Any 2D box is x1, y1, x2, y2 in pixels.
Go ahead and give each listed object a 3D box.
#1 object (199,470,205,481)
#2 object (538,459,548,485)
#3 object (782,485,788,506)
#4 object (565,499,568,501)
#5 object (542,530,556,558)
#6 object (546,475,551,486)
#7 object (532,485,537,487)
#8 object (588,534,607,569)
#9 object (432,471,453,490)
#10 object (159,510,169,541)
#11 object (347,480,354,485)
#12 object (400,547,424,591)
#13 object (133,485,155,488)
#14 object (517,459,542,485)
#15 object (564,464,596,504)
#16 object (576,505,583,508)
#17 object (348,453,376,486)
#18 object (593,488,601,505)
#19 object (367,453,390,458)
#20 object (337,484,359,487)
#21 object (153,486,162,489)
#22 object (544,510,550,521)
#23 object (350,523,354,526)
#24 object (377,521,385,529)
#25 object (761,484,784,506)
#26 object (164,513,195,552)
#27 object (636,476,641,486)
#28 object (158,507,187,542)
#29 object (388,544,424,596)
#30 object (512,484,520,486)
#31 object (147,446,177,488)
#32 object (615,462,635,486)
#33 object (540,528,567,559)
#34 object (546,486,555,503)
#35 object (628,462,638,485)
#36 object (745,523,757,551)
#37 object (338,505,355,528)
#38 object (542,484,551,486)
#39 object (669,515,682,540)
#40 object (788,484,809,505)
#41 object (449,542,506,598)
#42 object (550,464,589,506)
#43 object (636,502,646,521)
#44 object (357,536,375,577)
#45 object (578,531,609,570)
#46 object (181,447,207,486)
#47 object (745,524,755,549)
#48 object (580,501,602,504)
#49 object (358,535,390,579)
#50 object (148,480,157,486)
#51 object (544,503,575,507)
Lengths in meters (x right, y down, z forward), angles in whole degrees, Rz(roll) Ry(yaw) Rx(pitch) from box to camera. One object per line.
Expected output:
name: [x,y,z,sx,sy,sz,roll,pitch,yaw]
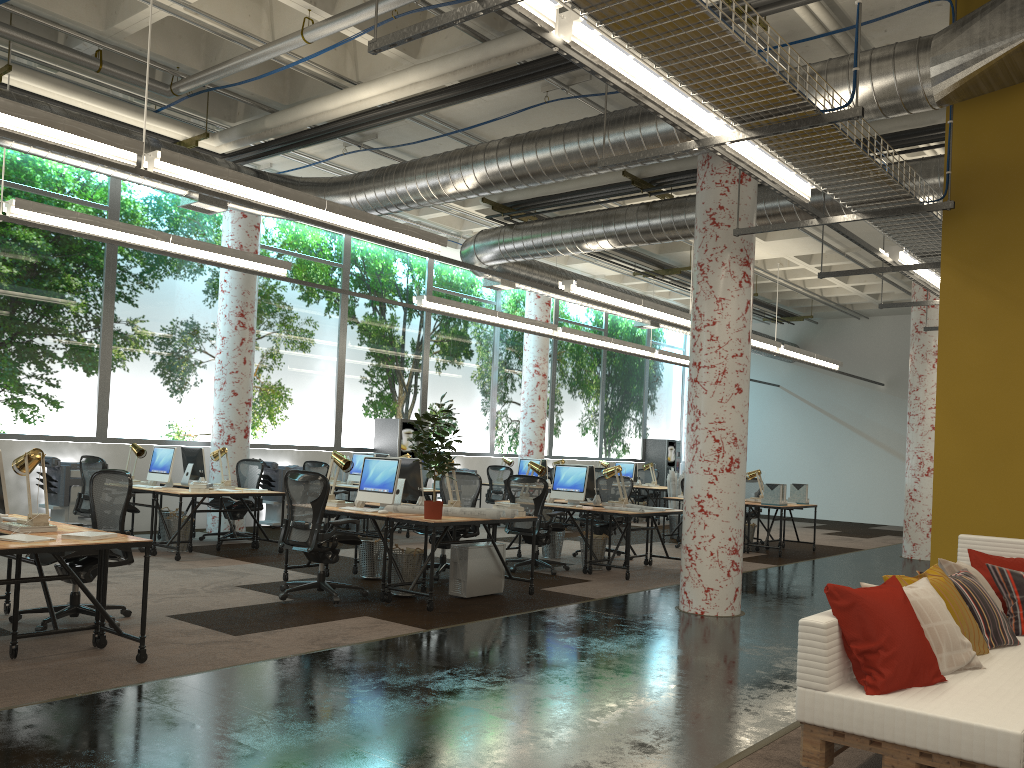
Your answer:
object: [-3.794,1.162,10.837,0.101,0.209,0.101,3,-2,-6]
object: [0.451,1.652,16.625,0.483,0.484,0.190,0,-3,39]
object: [3.898,1.632,13.042,0.280,0.302,0.150,0,-3,39]
object: [0.732,1.512,11.566,0.059,0.029,0.106,0,-5,40]
object: [0.465,2.018,11.303,0.235,0.403,0.120,1,-2,40]
object: [0.670,1.781,16.363,0.101,0.209,0.101,3,-2,-6]
object: [0.403,1.805,15.676,0.059,0.029,0.106,0,-5,40]
object: [1.003,1.982,10.494,0.235,0.403,0.120,1,-2,40]
object: [-1.019,1.405,13.007,0.280,0.302,0.150,0,-3,39]
object: [-4.381,1.789,11.200,0.235,0.403,0.120,1,-2,40]
object: [-2.411,1.403,13.209,0.101,0.209,0.101,3,-2,-6]
object: [-0.910,1.687,8.018,0.235,0.403,0.120,1,-2,40]
object: [-4.311,1.198,10.363,0.439,0.017,0.119,-1,-5,39]
object: [0.323,1.603,16.050,0.483,0.484,0.190,0,-3,39]
object: [0.833,1.263,11.203,0.483,0.484,0.190,0,-3,39]
object: [0.785,1.416,10.254,0.059,0.029,0.106,0,-5,40]
object: [-2.425,1.621,13.132,1.077,1.207,0.191,0,-2,39]
object: [1.051,1.391,10.940,0.101,0.209,0.101,3,-2,-6]
object: [-2.051,1.305,13.528,0.483,0.484,0.190,0,-3,39]
object: [-2.350,1.470,12.791,0.439,0.017,0.119,-1,-5,39]
object: [-4.060,1.187,10.151,0.059,0.029,0.106,0,-5,40]
object: [0.622,2.371,15.917,0.235,0.403,0.120,1,-2,40]
object: [-2.419,2.060,13.628,0.235,0.403,0.120,1,-2,40]
object: [-1.881,2.024,12.819,0.235,0.403,0.120,1,-2,40]
object: [3.805,1.619,12.927,0.280,0.302,0.150,0,-3,39]
object: [-3.895,1.732,10.333,0.358,0.434,0.354,1,-3,35]
object: [2.709,2.063,18.887,0.101,0.209,0.101,3,-2,-6]
object: [-4.327,1.782,11.258,0.358,0.434,0.354,1,-3,35]
object: [-0.963,1.666,7.960,0.358,0.434,0.354,1,-3,35]
object: [0.153,1.816,15.888,0.439,0.017,0.119,-1,-5,39]
object: [-4.141,0.984,10.524,0.483,0.484,0.190,0,-3,39]
object: [2.362,1.886,18.574,0.483,0.484,0.190,0,-3,39]
object: [0.519,2.011,11.361,0.358,0.434,0.354,1,-3,35]
object: [0.473,1.360,10.884,0.101,0.209,0.101,3,-2,-6]
object: [2.491,1.935,19.149,0.483,0.484,0.190,0,-3,39]
object: [3.526,2.306,13.467,0.358,0.434,0.354,1,-3,35]
object: [-2.653,2.107,14.181,0.353,0.398,0.353,4,-3,-32]
object: [0.600,1.904,16.777,0.439,0.017,0.119,-1,-5,39]
object: [2.806,2.410,14.887,0.353,0.398,0.353,3,-3,-6]
object: [4.440,1.707,13.713,0.280,0.302,0.150,0,-3,39]
object: [-0.312,1.706,8.183,0.221,0.454,0.542,1,-3,39]
object: [0.705,1.214,10.627,0.483,0.484,0.190,0,-3,39]
object: [2.661,2.654,18.441,0.235,0.403,0.120,1,-2,40]
object: [-1.449,1.723,8.826,0.235,0.403,0.120,1,-2,40]
object: [0.951,1.961,10.437,0.358,0.434,0.354,1,-3,35]
object: [-4.012,1.033,11.100,0.483,0.484,0.190,0,-3,39]
object: [3.578,2.327,13.525,0.235,0.403,0.120,1,-2,40]
object: [0.982,1.514,11.354,0.439,0.017,0.119,-1,-5,39]
object: [-1.395,1.716,8.885,0.358,0.434,0.354,1,-3,35]
object: [-4.372,1.131,10.781,0.101,0.209,0.101,3,-2,-6]
object: [0.534,1.427,10.466,0.439,0.017,0.119,-1,-5,39]
